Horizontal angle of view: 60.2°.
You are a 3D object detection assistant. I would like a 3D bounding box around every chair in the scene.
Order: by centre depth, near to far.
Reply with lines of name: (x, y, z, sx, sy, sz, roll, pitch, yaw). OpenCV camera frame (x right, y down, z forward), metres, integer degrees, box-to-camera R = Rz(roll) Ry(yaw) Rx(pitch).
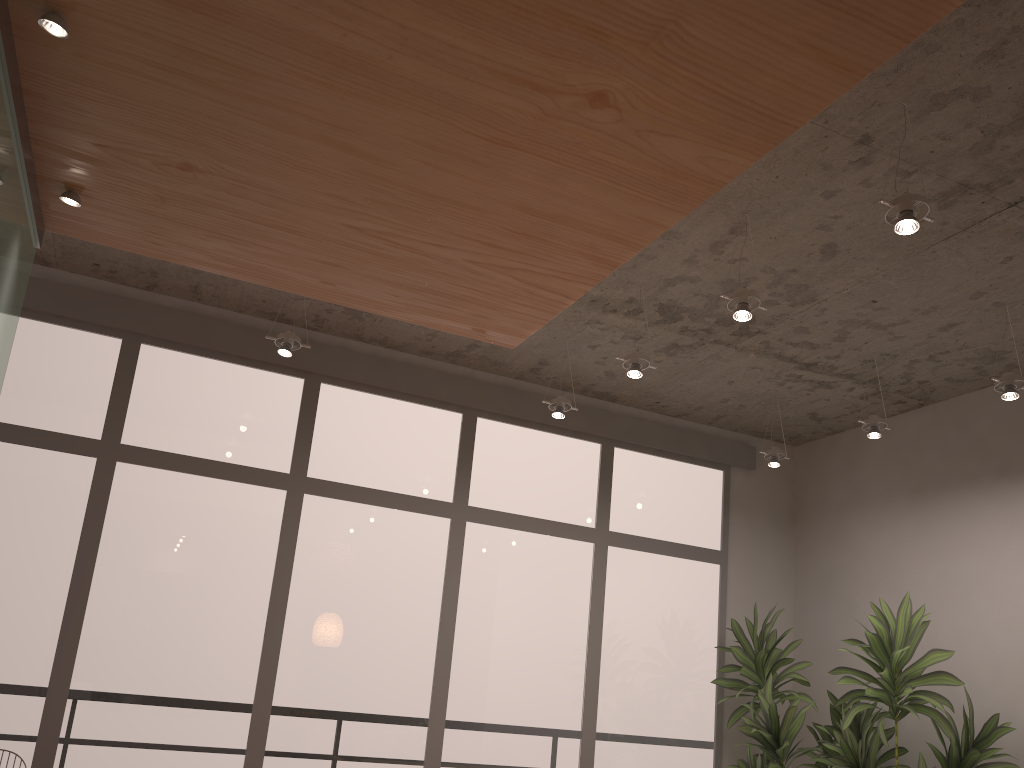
chair: (-2.367, 2.058, 3.789, 0.545, 0.879, 0.572, 12, -17, -21)

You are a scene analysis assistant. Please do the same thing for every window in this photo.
window: (-2.251, 1.090, 4.582, 8.599, 3.202, 0.063, 13, -16, -21)

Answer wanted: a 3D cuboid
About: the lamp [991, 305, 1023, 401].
lamp: (2.347, -0.158, 4.179, 0.135, 0.471, 0.202, -5, -18, 34)

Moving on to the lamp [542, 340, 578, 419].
lamp: (0.291, -0.036, 5.090, 0.135, 0.471, 0.202, -5, -18, 34)

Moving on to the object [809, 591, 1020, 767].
object: (2.086, 2.207, 4.759, 0.967, 2.054, 1.106, 8, -16, -9)

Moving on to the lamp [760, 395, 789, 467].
lamp: (1.684, 0.295, 5.651, 0.135, 0.471, 0.202, -5, -18, 34)

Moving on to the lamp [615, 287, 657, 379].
lamp: (0.622, -0.262, 4.354, 0.135, 0.471, 0.202, -5, -18, 34)

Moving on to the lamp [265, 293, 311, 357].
lamp: (-1.121, -0.371, 4.522, 0.135, 0.471, 0.202, -5, -18, 34)

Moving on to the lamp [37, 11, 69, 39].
lamp: (-0.903, -0.938, 1.843, 0.154, 0.459, 0.104, -7, -19, 39)

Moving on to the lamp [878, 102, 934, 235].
lamp: (1.285, -0.716, 2.882, 0.135, 0.471, 0.202, -5, -18, 34)

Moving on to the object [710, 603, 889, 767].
object: (1.799, 2.391, 5.360, 1.080, 2.055, 0.990, 7, -15, -4)

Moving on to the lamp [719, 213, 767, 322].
lamp: (0.953, -0.489, 3.618, 0.135, 0.471, 0.202, -5, -18, 34)

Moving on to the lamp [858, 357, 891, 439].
lamp: (2.016, 0.069, 4.915, 0.135, 0.471, 0.202, -5, -18, 34)

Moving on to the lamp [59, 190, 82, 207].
lamp: (-1.210, -0.727, 2.528, 0.154, 0.459, 0.104, -7, -19, 39)
